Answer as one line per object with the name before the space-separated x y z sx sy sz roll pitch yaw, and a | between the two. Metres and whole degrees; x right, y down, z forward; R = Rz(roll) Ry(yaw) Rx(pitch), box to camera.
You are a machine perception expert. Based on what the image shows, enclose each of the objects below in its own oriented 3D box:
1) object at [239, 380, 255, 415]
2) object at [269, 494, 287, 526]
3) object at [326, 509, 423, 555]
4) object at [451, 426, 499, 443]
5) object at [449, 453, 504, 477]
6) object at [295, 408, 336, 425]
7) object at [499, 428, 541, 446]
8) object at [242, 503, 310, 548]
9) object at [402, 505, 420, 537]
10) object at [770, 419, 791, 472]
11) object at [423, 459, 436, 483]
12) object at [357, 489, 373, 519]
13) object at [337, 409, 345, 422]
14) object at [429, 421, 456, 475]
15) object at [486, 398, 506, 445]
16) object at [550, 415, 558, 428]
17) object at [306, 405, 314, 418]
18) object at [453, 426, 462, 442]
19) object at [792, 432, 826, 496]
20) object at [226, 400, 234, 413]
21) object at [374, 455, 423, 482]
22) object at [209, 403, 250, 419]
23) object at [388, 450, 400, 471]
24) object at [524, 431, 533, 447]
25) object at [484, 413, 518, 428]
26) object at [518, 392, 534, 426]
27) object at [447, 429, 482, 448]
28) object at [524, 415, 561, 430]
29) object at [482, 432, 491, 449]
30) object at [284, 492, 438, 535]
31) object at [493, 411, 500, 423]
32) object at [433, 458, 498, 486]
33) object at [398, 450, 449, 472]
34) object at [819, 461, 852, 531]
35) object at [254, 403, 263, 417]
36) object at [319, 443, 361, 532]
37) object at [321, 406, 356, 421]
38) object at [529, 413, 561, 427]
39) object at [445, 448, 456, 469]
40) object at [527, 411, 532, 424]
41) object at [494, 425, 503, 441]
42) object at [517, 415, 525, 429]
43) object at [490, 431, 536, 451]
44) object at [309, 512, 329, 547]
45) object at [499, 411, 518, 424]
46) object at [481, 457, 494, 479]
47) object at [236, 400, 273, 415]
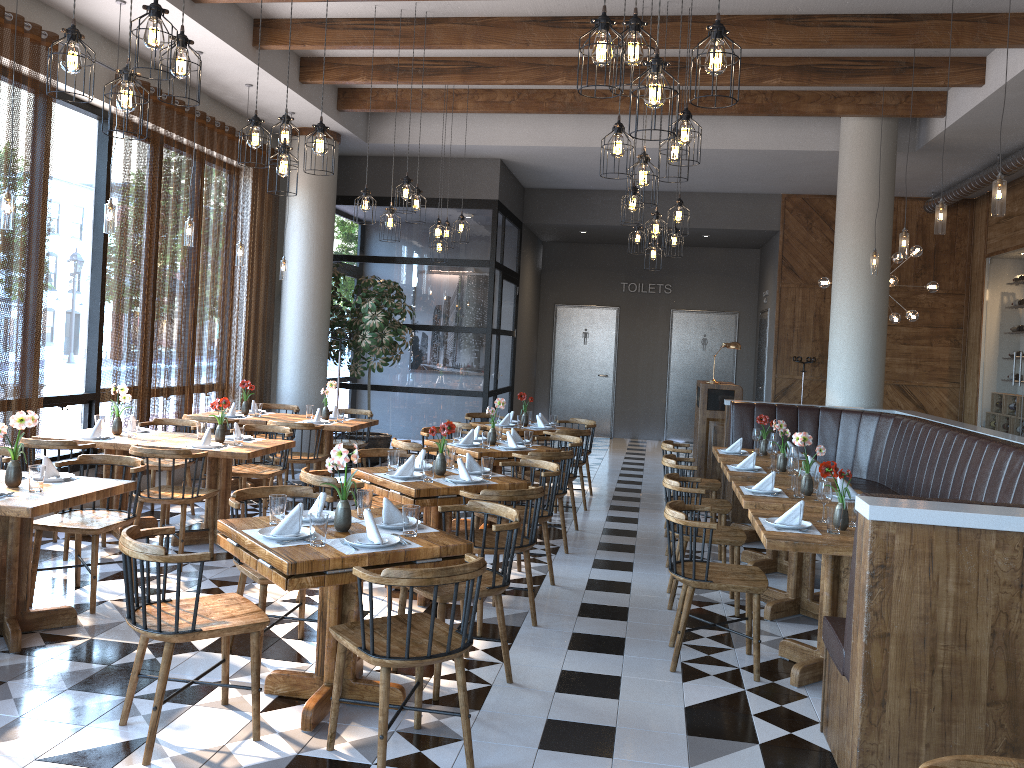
object | -2.714 0.135 9.063 0.156 0.355 0.171 3 1 -15
object | -1.063 0.572 4.014 0.080 0.132 0.080 3 1 -16
object | -0.592 0.606 3.746 0.352 0.137 0.273 1 3 -36
object | -0.323 0.430 7.787 0.352 0.137 0.273 1 3 -36
object | -0.246 0.523 5.890 0.271 0.137 0.352 1 3 -36
object | -1.897 0.308 8.624 0.352 0.137 0.272 3 2 9
object | 0.051 0.452 7.729 0.271 0.137 0.352 1 3 -36
object | -0.966 0.584 3.804 0.271 0.137 0.352 1 3 -36
object | -0.450 0.608 3.927 0.080 0.132 0.080 3 1 -26
object | 2.054 0.469 6.791 0.146 0.400 0.206 3 1 17
object | -0.511 0.534 5.427 0.080 0.132 0.080 3 1 24
object | -0.711 0.578 4.269 0.080 0.132 0.080 3 1 -26
object | -1.701 0.313 8.786 0.080 0.132 0.080 3 1 -6
object | -0.447 0.413 5.694 0.156 0.355 0.171 3 1 -26
object | -0.139 0.318 7.557 0.146 0.400 0.206 3 1 21
object | 0.441 0.396 9.388 0.080 0.132 0.080 4 1 34
object | -2.063 0.283 9.026 0.080 0.132 0.080 3 1 -6
object | -0.475 0.432 7.617 0.080 0.132 0.080 3 1 24
object | 1.905 0.513 5.703 0.207 0.400 0.146 3 1 12
object | -2.918 0.231 9.166 0.080 0.132 0.080 3 1 24
object | -0.674 0.516 5.574 0.271 0.137 0.352 1 3 -36
object | -2.773 0.255 8.767 0.352 0.137 0.272 3 2 9
object | -0.774 0.503 5.782 0.080 0.132 0.080 3 1 14
object | 0.138 0.468 7.529 0.080 0.132 0.080 3 1 24
object | -0.077 0.372 9.273 0.271 0.137 0.352 1 3 -36
object | 0.129 0.265 9.462 0.156 0.355 0.171 3 1 -34
object | -0.377 0.444 7.413 0.271 0.137 0.352 1 3 -36
object | 0.297 0.394 9.215 0.352 0.137 0.273 1 3 -36
object | -0.212 0.463 7.262 0.080 0.132 0.080 3 1 24
object | -0.730 0.582 4.120 0.581 0.137 0.578 1 3 -36
object | -0.172 0.360 9.475 0.080 0.132 0.080 3 1 -16
object | -0.300 0.538 5.516 0.352 0.137 0.273 1 3 -36
object | -0.620 0.501 5.948 0.352 0.137 0.273 1 3 -36
object | 1.676 0.575 4.605 0.171 0.355 0.156 3 1 12
object | -2.556 0.262 8.925 0.080 0.132 0.080 3 1 24
object | -0.760 0.457 3.934 0.207 0.400 0.146 3 1 29
object | -1.817 0.287 9.151 0.352 0.137 0.272 3 2 9
object | 0.351 0.380 9.589 0.271 0.137 0.352 1 3 -36
object | -0.423 0.509 6.037 0.080 0.132 0.080 3 1 14
object | 0.180 0.366 9.731 0.080 0.132 0.080 4 1 34
object | -0.124 0.438 7.872 0.080 0.132 0.080 3 1 24
object | 0.091 0.391 9.121 0.080 0.132 0.080 3 1 24
object | -0.003 0.467 7.355 0.352 0.137 0.273 1 3 -36
object | -0.799 0.602 3.659 0.080 0.132 0.080 3 1 -16
object | -0.023 0.357 9.647 0.352 0.137 0.273 1 3 -36
object | -0.161 0.539 5.695 0.080 0.132 0.080 3 1 14
object | -2.693 0.235 9.294 0.352 0.137 0.272 3 2 9
